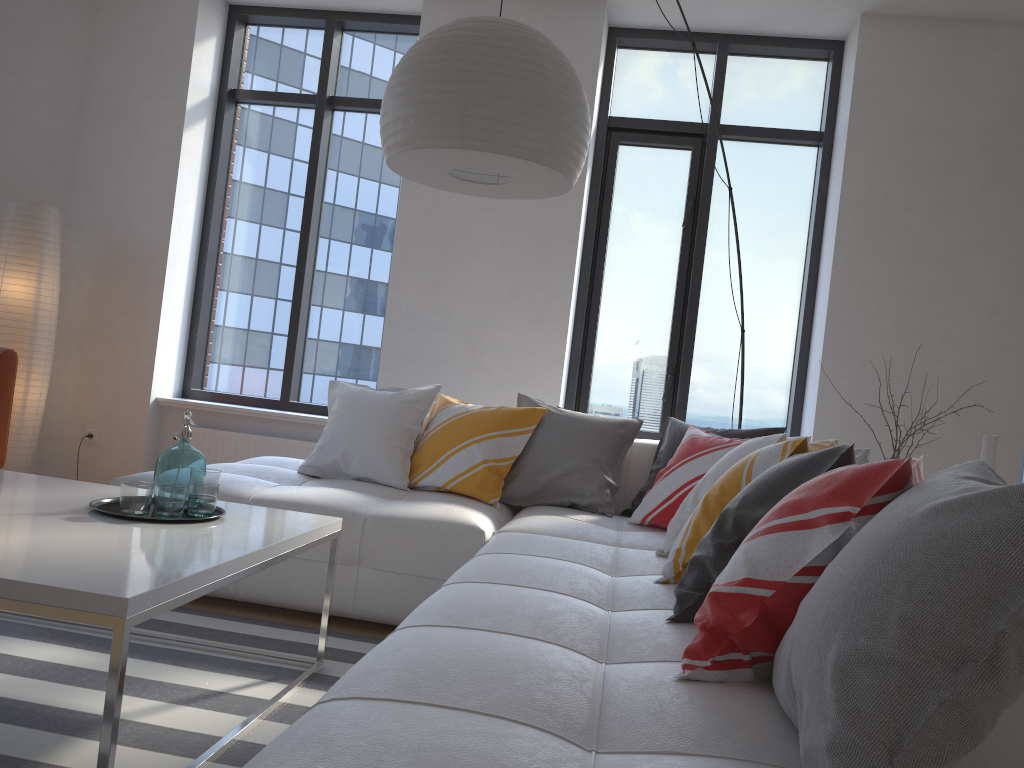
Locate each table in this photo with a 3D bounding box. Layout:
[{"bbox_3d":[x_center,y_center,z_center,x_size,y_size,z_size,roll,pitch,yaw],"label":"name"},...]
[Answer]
[{"bbox_3d":[-1.123,0.523,2.081,1.091,0.435,1.091,7,-1,8],"label":"table"}]

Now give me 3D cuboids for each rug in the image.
[{"bbox_3d":[-1.060,0.751,1.831,1.662,0.016,2.326,7,-1,8],"label":"rug"}]

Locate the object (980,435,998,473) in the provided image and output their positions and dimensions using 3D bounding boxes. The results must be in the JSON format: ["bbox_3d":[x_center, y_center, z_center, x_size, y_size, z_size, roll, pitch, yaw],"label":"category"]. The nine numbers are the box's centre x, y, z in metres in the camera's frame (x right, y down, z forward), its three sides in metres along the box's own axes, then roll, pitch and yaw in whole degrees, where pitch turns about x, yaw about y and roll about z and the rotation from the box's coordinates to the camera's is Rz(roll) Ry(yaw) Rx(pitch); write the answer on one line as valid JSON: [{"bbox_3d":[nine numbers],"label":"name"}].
[{"bbox_3d":[1.278,0.338,2.452,0.319,0.398,0.316,6,-1,32],"label":"object"}]

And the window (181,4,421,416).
[{"bbox_3d":[-1.201,-1.031,5.349,1.310,2.402,0.170,7,-1,8],"label":"window"}]

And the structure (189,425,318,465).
[{"bbox_3d":[-1.400,0.523,5.000,1.015,0.460,0.110,7,-1,8],"label":"structure"}]

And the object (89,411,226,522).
[{"bbox_3d":[-0.898,0.200,2.296,0.330,0.265,0.330,6,-1,32],"label":"object"}]

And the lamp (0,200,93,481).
[{"bbox_3d":[-2.392,-0.145,4.736,0.804,1.550,0.502,7,-1,-32],"label":"lamp"}]

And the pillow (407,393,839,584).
[{"bbox_3d":[0.190,0.295,2.999,0.630,0.440,2.095,7,-1,-35],"label":"pillow"}]

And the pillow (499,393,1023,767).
[{"bbox_3d":[0.316,0.283,2.352,0.647,0.453,2.953,7,-1,-4],"label":"pillow"}]

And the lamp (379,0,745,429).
[{"bbox_3d":[0.746,-0.342,3.506,0.710,2.647,3.199,6,-1,44],"label":"lamp"}]

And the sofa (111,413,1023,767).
[{"bbox_3d":[-0.195,0.499,2.422,2.614,0.732,3.424,7,-1,8],"label":"sofa"}]

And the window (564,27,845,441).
[{"bbox_3d":[1.063,-0.768,5.031,1.310,2.402,0.170,7,-1,8],"label":"window"}]

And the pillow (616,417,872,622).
[{"bbox_3d":[0.692,0.335,2.726,0.608,0.436,2.120,7,-1,4],"label":"pillow"}]

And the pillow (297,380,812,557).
[{"bbox_3d":[-0.027,0.254,3.230,2.156,0.456,0.580,6,-1,34],"label":"pillow"}]

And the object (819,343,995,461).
[{"bbox_3d":[1.493,0.198,3.292,0.406,0.744,0.607,7,-1,-42],"label":"object"}]

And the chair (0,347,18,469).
[{"bbox_3d":[-2.828,0.139,3.887,0.843,0.858,0.896,6,-1,40],"label":"chair"}]

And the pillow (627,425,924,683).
[{"bbox_3d":[0.652,0.353,2.401,0.575,0.449,2.250,7,-1,5],"label":"pillow"}]

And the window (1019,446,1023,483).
[{"bbox_3d":[3.325,-0.504,4.713,1.310,2.402,0.170,7,-1,8],"label":"window"}]
